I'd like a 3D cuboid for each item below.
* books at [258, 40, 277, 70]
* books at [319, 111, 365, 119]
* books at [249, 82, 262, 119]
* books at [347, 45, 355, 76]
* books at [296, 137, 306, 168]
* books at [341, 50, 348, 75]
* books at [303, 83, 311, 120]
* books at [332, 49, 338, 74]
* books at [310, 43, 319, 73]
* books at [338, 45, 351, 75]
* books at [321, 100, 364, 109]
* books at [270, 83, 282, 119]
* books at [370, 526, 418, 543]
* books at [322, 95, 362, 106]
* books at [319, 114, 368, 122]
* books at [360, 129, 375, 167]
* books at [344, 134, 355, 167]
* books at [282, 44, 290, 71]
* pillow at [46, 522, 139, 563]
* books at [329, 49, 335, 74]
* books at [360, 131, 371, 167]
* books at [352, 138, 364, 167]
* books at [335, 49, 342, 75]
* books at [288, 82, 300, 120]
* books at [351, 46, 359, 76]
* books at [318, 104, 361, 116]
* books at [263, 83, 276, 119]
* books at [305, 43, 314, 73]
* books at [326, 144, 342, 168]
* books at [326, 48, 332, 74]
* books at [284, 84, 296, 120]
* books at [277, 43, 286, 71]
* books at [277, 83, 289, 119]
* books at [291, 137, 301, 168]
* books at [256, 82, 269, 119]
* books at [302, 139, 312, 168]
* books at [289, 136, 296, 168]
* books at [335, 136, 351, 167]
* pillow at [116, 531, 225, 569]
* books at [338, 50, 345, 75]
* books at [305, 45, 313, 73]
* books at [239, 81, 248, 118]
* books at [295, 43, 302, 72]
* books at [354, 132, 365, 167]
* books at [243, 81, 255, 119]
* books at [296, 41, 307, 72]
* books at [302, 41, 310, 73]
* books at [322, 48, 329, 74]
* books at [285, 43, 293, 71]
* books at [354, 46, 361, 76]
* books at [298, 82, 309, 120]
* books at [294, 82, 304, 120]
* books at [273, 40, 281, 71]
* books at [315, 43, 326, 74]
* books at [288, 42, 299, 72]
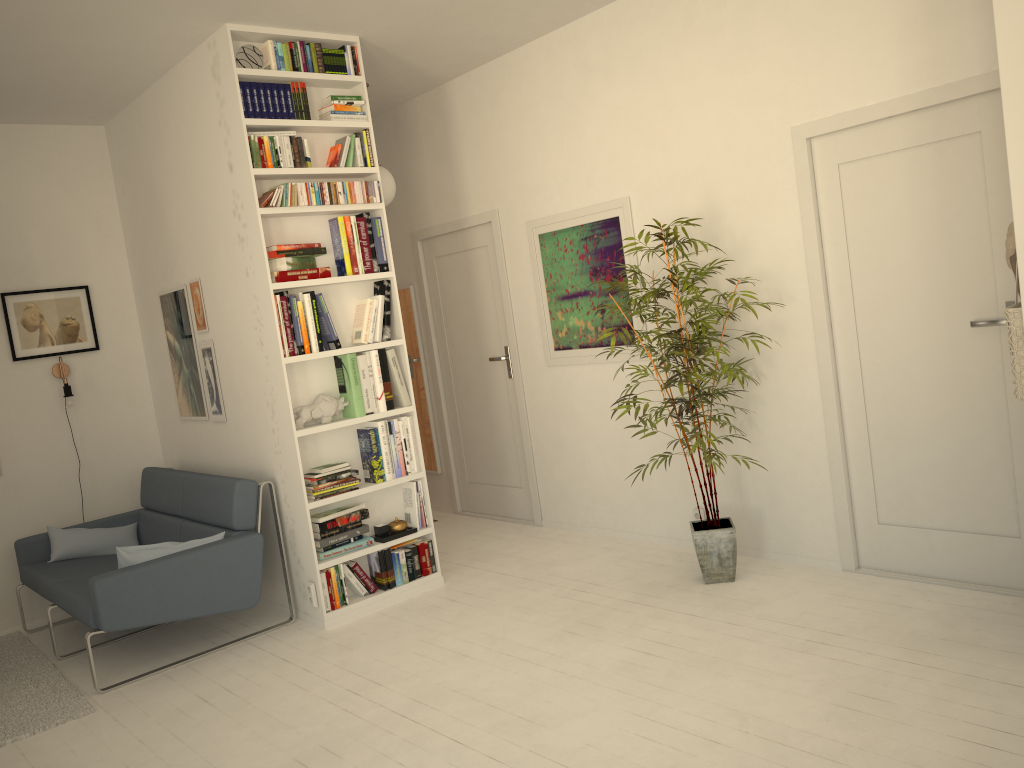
[{"bbox_3d":[-1.197,-1.573,4.319,0.026,0.149,0.155,-12,6,-40],"label":"books"},{"bbox_3d":[-0.899,-1.375,4.585,0.200,0.018,0.208,-12,7,-40],"label":"books"},{"bbox_3d":[-1.271,-1.338,4.271,0.034,0.178,0.188,-12,6,-40],"label":"books"},{"bbox_3d":[-0.892,-1.646,4.608,0.020,0.156,0.229,-12,6,-40],"label":"books"},{"bbox_3d":[-1.078,-1.125,4.386,0.023,0.153,0.176,-12,6,-40],"label":"books"},{"bbox_3d":[-0.897,-1.628,4.554,0.017,0.130,0.150,-12,6,-40],"label":"books"},{"bbox_3d":[-1.079,-1.387,4.449,0.020,0.191,0.205,-12,6,-40],"label":"books"},{"bbox_3d":[-0.936,-1.619,4.520,0.017,0.130,0.150,-12,6,-40],"label":"books"},{"bbox_3d":[-1.049,-1.612,4.482,0.032,0.154,0.212,-12,6,-40],"label":"books"},{"bbox_3d":[-0.883,-1.642,4.566,0.019,0.157,0.150,-12,6,-40],"label":"books"},{"bbox_3d":[-0.887,-1.424,4.566,0.179,0.016,0.208,-12,6,-35],"label":"books"},{"bbox_3d":[-1.192,-1.355,4.338,0.034,0.178,0.188,-12,6,-40],"label":"books"},{"bbox_3d":[-0.621,0.789,4.654,0.215,0.023,0.130,-12,7,-40],"label":"books"},{"bbox_3d":[-0.895,-1.449,4.582,0.169,0.032,0.188,-12,6,-35],"label":"books"},{"bbox_3d":[-0.897,-1.347,4.588,0.214,0.038,0.222,-12,7,-40],"label":"books"},{"bbox_3d":[-0.799,-1.215,4.657,0.022,0.198,0.212,-12,6,-40],"label":"books"},{"bbox_3d":[-0.881,-1.182,4.590,0.065,0.168,0.228,-12,6,-40],"label":"books"},{"bbox_3d":[-1.172,-1.574,4.385,0.025,0.131,0.253,-12,6,-40],"label":"books"},{"bbox_3d":[-2.422,0.901,5.144,0.540,0.277,0.157,-12,6,-38],"label":"pillow"},{"bbox_3d":[-0.950,-1.616,4.509,0.017,0.130,0.150,-12,6,-40],"label":"books"},{"bbox_3d":[-0.814,-1.206,4.647,0.014,0.187,0.218,-12,6,-40],"label":"books"},{"bbox_3d":[-0.844,-1.181,4.616,0.030,0.153,0.199,-12,6,-40],"label":"books"},{"bbox_3d":[-0.923,-1.622,4.532,0.017,0.130,0.150,-12,6,-40],"label":"books"},{"bbox_3d":[-1.124,-1.377,4.410,0.020,0.191,0.205,-12,6,-40],"label":"books"},{"bbox_3d":[-0.874,-1.647,4.619,0.021,0.151,0.228,-12,6,-40],"label":"books"},{"bbox_3d":[-0.911,-1.397,4.574,0.199,0.030,0.173,-4,7,40],"label":"books"},{"bbox_3d":[-1.218,-1.349,4.316,0.034,0.178,0.188,-12,6,-40],"label":"books"},{"bbox_3d":[-1.057,-1.608,4.461,0.009,0.151,0.208,-12,6,-40],"label":"books"},{"bbox_3d":[-0.945,-1.151,4.568,0.073,0.129,0.200,-12,6,-40],"label":"books"},{"bbox_3d":[-0.963,-1.613,4.498,0.017,0.130,0.150,-12,6,-40],"label":"books"},{"bbox_3d":[-1.139,-1.367,4.383,0.034,0.178,0.188,-12,6,-40],"label":"books"},{"bbox_3d":[-1.163,-1.574,4.337,0.023,0.136,0.161,-12,6,-40],"label":"books"},{"bbox_3d":[-1.165,-1.361,4.361,0.034,0.178,0.188,-12,6,-40],"label":"books"},{"bbox_3d":[-1.117,-1.121,4.395,0.024,0.155,0.206,-12,6,-40],"label":"books"},{"bbox_3d":[-1.244,-1.343,4.293,0.034,0.178,0.188,-12,6,-40],"label":"books"},{"bbox_3d":[-1.060,-1.126,4.425,0.020,0.145,0.189,-12,6,-40],"label":"books"},{"bbox_3d":[-1.119,-1.121,4.369,0.013,0.159,0.176,-12,6,-40],"label":"books"},{"bbox_3d":[-0.915,-1.174,4.579,0.092,0.165,0.222,-12,6,-40],"label":"books"},{"bbox_3d":[-1.604,0.861,4.166,0.534,0.353,0.141,-12,6,-40],"label":"pillow"},{"bbox_3d":[-0.910,-1.625,4.543,0.017,0.130,0.150,-12,6,-40],"label":"books"},{"bbox_3d":[-1.062,-1.598,4.448,0.019,0.137,0.201,-12,6,-40],"label":"books"},{"bbox_3d":[-1.323,-1.326,4.226,0.034,0.178,0.188,-12,6,-40],"label":"books"},{"bbox_3d":[-1.110,-1.594,4.417,0.024,0.148,0.188,-12,6,-40],"label":"books"},{"bbox_3d":[-0.837,-1.202,4.645,0.022,0.186,0.186,-12,6,-40],"label":"books"},{"bbox_3d":[-1.297,-1.332,4.249,0.034,0.178,0.188,-12,6,-40],"label":"books"},{"bbox_3d":[-1.098,-1.602,4.437,0.024,0.156,0.227,-12,6,-40],"label":"books"},{"bbox_3d":[-1.081,-1.605,4.445,0.012,0.157,0.220,-12,6,-40],"label":"books"},{"bbox_3d":[-0.976,-1.610,4.487,0.017,0.130,0.150,-12,6,-40],"label":"books"},{"bbox_3d":[-1.147,-1.583,4.388,0.018,0.141,0.206,-12,6,-40],"label":"books"},{"bbox_3d":[-0.875,-1.651,4.646,0.014,0.154,0.260,-12,6,-40],"label":"books"},{"bbox_3d":[-1.086,-1.384,4.428,0.020,0.191,0.205,-12,6,-40],"label":"books"},{"bbox_3d":[-1.107,-1.380,4.421,0.020,0.191,0.205,-12,6,-40],"label":"books"},{"bbox_3d":[-1.193,-1.575,4.344,0.013,0.146,0.208,-12,6,-40],"label":"books"},{"bbox_3d":[-1.015,-1.617,4.491,0.032,0.152,0.200,-12,6,-40],"label":"books"},{"bbox_3d":[-1.119,-1.589,4.388,0.028,0.147,0.192,-12,6,-40],"label":"books"}]
